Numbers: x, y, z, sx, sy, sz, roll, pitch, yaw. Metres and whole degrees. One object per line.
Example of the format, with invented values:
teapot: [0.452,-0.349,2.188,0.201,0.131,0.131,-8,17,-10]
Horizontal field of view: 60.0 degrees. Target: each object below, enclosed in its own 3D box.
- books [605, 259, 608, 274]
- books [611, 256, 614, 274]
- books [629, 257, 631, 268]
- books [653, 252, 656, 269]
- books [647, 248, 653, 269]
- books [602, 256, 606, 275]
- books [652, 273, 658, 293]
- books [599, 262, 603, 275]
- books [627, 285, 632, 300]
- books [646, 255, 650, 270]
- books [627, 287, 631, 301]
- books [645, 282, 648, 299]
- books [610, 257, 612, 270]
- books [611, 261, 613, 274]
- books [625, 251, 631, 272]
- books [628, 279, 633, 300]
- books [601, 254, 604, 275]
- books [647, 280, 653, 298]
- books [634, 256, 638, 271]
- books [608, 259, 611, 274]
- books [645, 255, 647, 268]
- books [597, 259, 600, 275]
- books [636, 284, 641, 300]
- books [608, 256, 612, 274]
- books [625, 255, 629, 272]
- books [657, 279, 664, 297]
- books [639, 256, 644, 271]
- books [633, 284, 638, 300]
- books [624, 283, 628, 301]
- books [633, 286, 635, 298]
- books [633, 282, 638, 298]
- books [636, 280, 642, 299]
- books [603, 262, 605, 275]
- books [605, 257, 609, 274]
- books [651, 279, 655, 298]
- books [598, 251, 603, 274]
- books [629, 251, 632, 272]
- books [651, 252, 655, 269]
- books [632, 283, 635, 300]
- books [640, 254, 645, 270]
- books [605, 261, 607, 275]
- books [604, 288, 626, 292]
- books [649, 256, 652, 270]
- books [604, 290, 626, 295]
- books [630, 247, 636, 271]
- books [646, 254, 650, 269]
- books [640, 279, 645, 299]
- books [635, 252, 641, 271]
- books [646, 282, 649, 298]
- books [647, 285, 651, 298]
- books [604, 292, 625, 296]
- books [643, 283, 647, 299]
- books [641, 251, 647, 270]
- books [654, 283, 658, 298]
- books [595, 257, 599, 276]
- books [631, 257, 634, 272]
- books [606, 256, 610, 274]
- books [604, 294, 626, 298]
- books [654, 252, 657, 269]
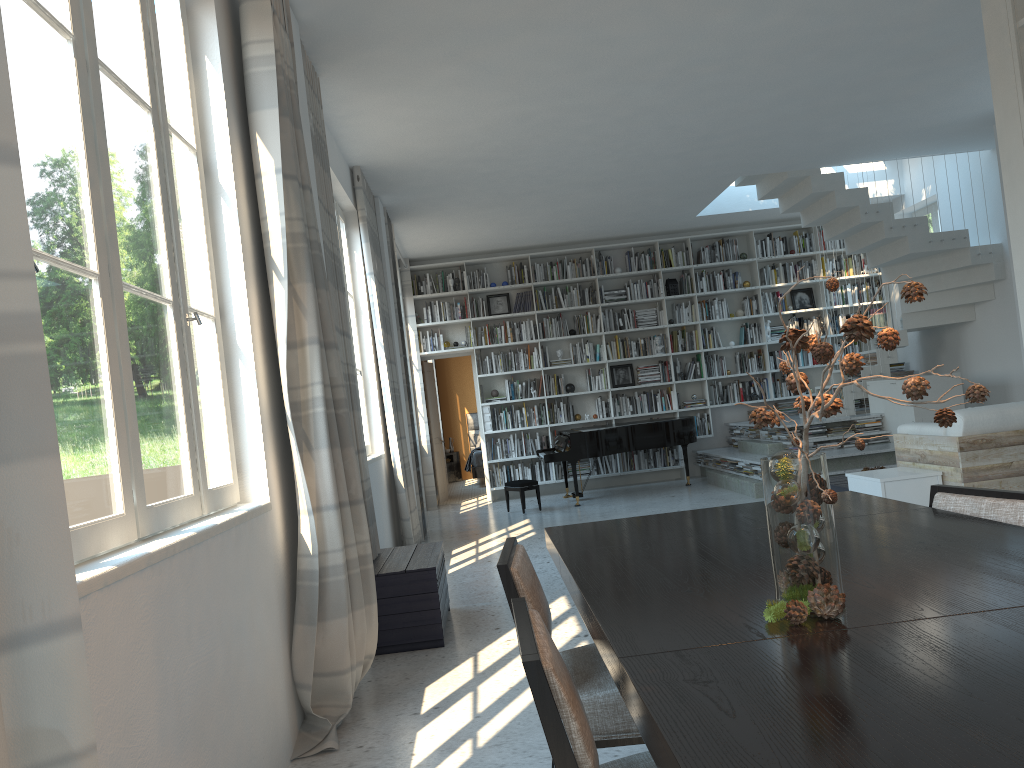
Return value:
books: [1.238,-1.524,11.671,0.006,0.233,0.136,-7,-1,-2]
books: [1.315,-1.545,11.651,0.011,0.256,0.143,-7,-1,-2]
books: [1.540,-1.576,11.670,0.011,0.267,0.129,-7,-1,-2]
books: [1.862,-1.602,11.684,0.014,0.244,0.145,-7,-1,-2]
books: [1.818,-1.629,11.681,0.012,0.308,0.138,-7,-1,-2]
books: [1.206,-1.538,11.638,0.011,0.265,0.163,-7,-1,-2]
books: [1.889,-1.281,11.668,0.012,0.334,0.155,-7,-1,-2]
books: [1.157,-1.496,11.642,0.026,0.194,0.166,-7,-1,-2]
books: [1.542,-1.185,11.676,0.024,0.223,0.128,-7,-1,-2]
books: [1.768,-1.571,11.646,0.023,0.202,0.193,-7,-1,-2]
books: [1.521,-1.165,11.645,0.025,0.187,0.193,-7,-1,-2]
books: [1.754,-1.213,11.662,0.010,0.230,0.152,-7,-1,-2]
books: [1.294,-1.539,11.667,0.013,0.249,0.148,-7,-1,-2]
books: [1.309,-1.510,11.657,0.010,0.186,0.152,-7,-1,-2]
books: [1.527,-1.588,11.653,0.014,0.292,0.176,-7,-1,-2]
books: [1.558,-1.218,11.636,0.011,0.284,0.190,-7,-1,-2]
books: [1.183,-1.550,11.652,0.010,0.296,0.153,-7,-1,-2]
books: [1.815,-1.230,11.654,0.032,0.248,0.173,-7,-1,-2]
books: [1.625,-1.558,11.659,0.050,0.211,0.173,-7,-1,-2]
books: [1.277,-1.523,11.649,0.016,0.219,0.144,-7,-1,-2]
books: [1.748,-1.576,11.663,0.012,0.217,0.179,-7,-1,-2]
books: [1.130,-1.510,11.654,0.023,0.228,0.157,-7,-1,-2]
books: [1.650,-1.196,11.655,0.028,0.219,0.183,-7,-1,-2]
books: [1.285,-1.542,11.648,0.005,0.255,0.168,-7,-1,-2]
books: [1.516,-1.563,11.670,0.012,0.245,0.151,-7,-1,-2]
books: [1.931,-1.239,11.605,0.037,0.237,0.272,-7,-1,-2]
books: [1.694,-1.562,11.660,0.033,0.203,0.166,-7,-1,-2]
books: [1.611,-1.190,11.651,0.027,0.216,0.190,-7,-1,-2]
books: [1.498,-1.196,11.649,0.012,0.254,0.161,-7,-1,-2]
books: [1.593,-1.181,11.664,0.011,0.204,0.133,-7,-1,-2]
books: [1.628,-1.206,11.664,0.012,0.244,0.131,-7,-1,-2]
books: [1.675,-1.225,11.677,0.029,0.273,0.140,-7,-1,-2]
books: [1.198,-1.506,11.664,0.011,0.205,0.145,-7,-1,-2]
books: [1.248,-1.533,11.659,0.014,0.248,0.139,-7,-1,-2]
books: [1.843,-1.239,11.671,0.029,0.261,0.133,-7,-1,-2]
books: [1.168,-1.571,11.657,0.014,0.341,0.145,-7,-1,-2]
books: [1.549,-1.592,11.662,0.011,0.296,0.157,-7,-1,-2]
books: [1.841,-1.600,11.673,0.028,0.244,0.161,-7,-1,-2]
books: [1.576,-1.197,11.652,0.021,0.237,0.171,-7,-1,-2]
books: [1.720,-1.582,11.666,0.023,0.236,0.154,-7,-1,-2]
books: [1.227,-1.505,11.651,0.023,0.195,0.172,-7,-1,-2]
books: [1.340,-1.220,11.657,0.285,0.024,0.159,-7,-2,-2]
books: [1.811,-1.576,11.686,0.014,0.204,0.135,-7,-1,-2]
books: [1.342,-1.197,11.652,0.285,0.024,0.159,-7,-2,0]
books: [1.588,-1.615,11.654,0.010,0.331,0.186,-7,-1,-2]
books: [1.789,-1.588,11.692,0.026,0.233,0.137,-7,-1,-2]
books: [1.702,-1.227,11.657,0.023,0.269,0.185,-7,-1,-2]
books: [1.659,-1.591,11.679,0.028,0.270,0.140,-7,-1,-2]
books: [1.766,-1.215,11.656,0.012,0.230,0.158,-7,-1,-2]
books: [1.788,-1.196,11.653,0.029,0.188,0.176,-7,-1,-2]
books: [1.345,-1.172,11.647,0.254,0.025,0.161,-6,-2,-6]
books: [1.727,-1.207,11.649,0.023,0.223,0.190,-7,-1,-2]
books: [1.735,-1.601,11.653,0.010,0.270,0.180,-7,-1,-2]
books: [1.876,-1.214,11.657,0.029,0.202,0.191,-7,-1,-2]
books: [1.105,-1.520,11.634,0.026,0.253,0.185,-7,-1,-2]
books: [1.574,-1.551,11.674,0.031,0.208,0.147,-7,-1,-2]
books: [1.260,-1.543,11.653,0.013,0.264,0.147,-7,-1,-2]
books: [1.348,-1.148,11.644,0.285,0.024,0.159,-7,-2,3]
books: [1.876,-1.601,11.676,0.014,0.238,0.153,-7,-1,-2]
